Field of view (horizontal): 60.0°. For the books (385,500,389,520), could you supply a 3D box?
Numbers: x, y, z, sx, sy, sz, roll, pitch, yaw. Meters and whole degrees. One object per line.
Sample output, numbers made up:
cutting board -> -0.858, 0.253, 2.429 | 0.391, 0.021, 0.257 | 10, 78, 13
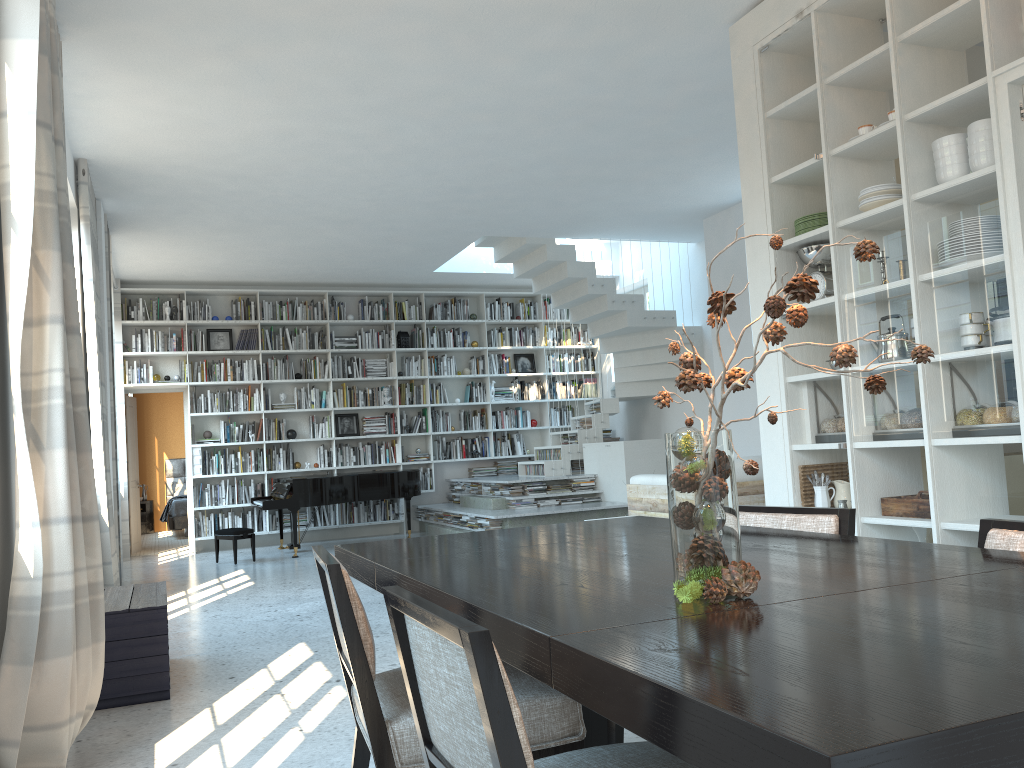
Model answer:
books -> -1.615, 1.619, 11.391 | 0.011, 0.258, 0.171 | -2, -4, -22

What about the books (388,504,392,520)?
books -> -1.576, 1.644, 11.405 | 0.022, 0.205, 0.191 | -2, -4, -22

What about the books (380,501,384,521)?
books -> -1.674, 1.623, 11.354 | 0.044, 0.251, 0.187 | -2, -4, -22

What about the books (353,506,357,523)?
books -> -2.002, 1.657, 11.230 | 0.028, 0.206, 0.175 | -2, -4, -22

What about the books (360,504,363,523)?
books -> -1.932, 1.642, 11.282 | 0.030, 0.234, 0.138 | -2, -4, -22

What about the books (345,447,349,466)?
books -> -2.106, 0.920, 11.260 | 0.027, 0.245, 0.179 | -2, -4, -22

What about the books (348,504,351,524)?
books -> -2.068, 1.640, 11.230 | 0.022, 0.246, 0.144 | -2, -4, -22

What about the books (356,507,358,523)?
books -> -1.986, 1.663, 11.268 | 0.030, 0.196, 0.143 | -2, -4, -22

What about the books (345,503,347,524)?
books -> -2.114, 1.596, 11.203 | 0.012, 0.337, 0.144 | -2, -4, -22

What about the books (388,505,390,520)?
books -> -1.600, 1.653, 11.405 | 0.024, 0.191, 0.155 | -2, -4, -22

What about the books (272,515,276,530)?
books -> -2.927, 1.698, 10.874 | 0.053, 0.184, 0.148 | -2, -4, -22

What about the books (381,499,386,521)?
books -> -1.651, 1.590, 11.370 | 0.013, 0.317, 0.186 | -2, -4, -22

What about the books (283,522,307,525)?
books -> -2.690, 1.724, 10.970 | 0.285, 0.007, 0.159 | -2, -4, -20

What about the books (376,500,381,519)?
books -> -1.704, 1.604, 11.354 | 0.011, 0.292, 0.184 | -2, -4, -22

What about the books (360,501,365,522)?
books -> -1.905, 1.628, 11.293 | 0.028, 0.261, 0.132 | -2, -4, -22

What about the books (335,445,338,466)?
books -> -2.221, 0.909, 11.221 | 0.011, 0.275, 0.146 | -2, -4, -22

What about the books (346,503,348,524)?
books -> -2.092, 1.608, 11.212 | 0.034, 0.311, 0.170 | -2, -4, -22

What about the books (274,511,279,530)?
books -> -2.893, 1.673, 10.887 | 0.023, 0.231, 0.164 | -2, -4, -22

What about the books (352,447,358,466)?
books -> -1.999, 0.920, 11.298 | 0.029, 0.237, 0.166 | -2, -4, -22

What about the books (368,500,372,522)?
books -> -1.826, 1.587, 11.307 | 0.014, 0.335, 0.183 | -2, -4, -22

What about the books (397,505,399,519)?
books -> -1.493, 1.654, 11.447 | 0.023, 0.181, 0.149 | -2, -4, -22

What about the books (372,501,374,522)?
books -> -1.800, 1.624, 11.333 | 0.024, 0.262, 0.131 | -2, -4, -22

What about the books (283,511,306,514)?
books -> -2.696, 1.594, 10.971 | 0.285, 0.005, 0.159 | -2, -4, -17

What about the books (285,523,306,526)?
books -> -2.688, 1.731, 10.966 | 0.254, 0.007, 0.161 | -1, -5, -26

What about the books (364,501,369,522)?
books -> -1.859, 1.613, 11.297 | 0.013, 0.285, 0.185 | -2, -4, -22

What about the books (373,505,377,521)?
books -> -1.772, 1.649, 11.351 | 0.040, 0.212, 0.129 | -2, -4, -22

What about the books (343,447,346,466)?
books -> -2.136, 0.921, 11.267 | 0.024, 0.247, 0.132 | -2, -4, -22

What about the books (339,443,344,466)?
books -> -2.164, 0.901, 11.264 | 0.027, 0.290, 0.141 | -2, -4, -22

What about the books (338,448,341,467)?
books -> -2.198, 0.928, 11.217 | 0.027, 0.234, 0.167 | -2, -4, -22

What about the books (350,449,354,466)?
books -> -2.048, 0.931, 11.275 | 0.023, 0.217, 0.174 | -2, -4, -22

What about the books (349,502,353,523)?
books -> -2.042, 1.625, 11.242 | 0.012, 0.276, 0.154 | -2, -4, -22

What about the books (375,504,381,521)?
books -> -1.720, 1.646, 11.343 | 0.029, 0.210, 0.170 | -2, -4, -22

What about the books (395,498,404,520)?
books -> -1.443, 1.603, 11.397 | 0.038, 0.269, 0.277 | -2, -4, -22

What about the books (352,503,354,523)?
books -> -2.031, 1.635, 11.247 | 0.012, 0.255, 0.150 | -2, -4, -22

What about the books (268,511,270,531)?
books -> -2.986, 1.678, 10.865 | 0.012, 0.230, 0.138 | -2, -4, -22

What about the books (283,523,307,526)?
books -> -2.687, 1.738, 10.963 | 0.285, 0.007, 0.159 | -2, -4, -17

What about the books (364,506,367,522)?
books -> -1.878, 1.656, 11.299 | 0.024, 0.203, 0.144 | -2, -4, -22

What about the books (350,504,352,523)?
books -> -2.051, 1.644, 11.233 | 0.012, 0.238, 0.128 | -2, -4, -22

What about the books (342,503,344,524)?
books -> -2.152, 1.638, 11.206 | 0.010, 0.258, 0.131 | -2, -4, -22

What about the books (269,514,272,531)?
books -> -2.966, 1.693, 10.867 | 0.025, 0.198, 0.160 | -2, -4, -22

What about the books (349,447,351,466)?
books -> -2.078, 0.921, 11.288 | 0.021, 0.244, 0.141 | -2, -4, -22

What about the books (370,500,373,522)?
books -> -1.812, 1.610, 11.312 | 0.014, 0.288, 0.185 | -2, -4, -22

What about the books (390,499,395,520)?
books -> -1.537, 1.618, 11.426 | 0.012, 0.256, 0.176 | -2, -4, -22

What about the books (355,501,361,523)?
books -> -1.959, 1.613, 11.271 | 0.026, 0.294, 0.155 | -2, -4, -22

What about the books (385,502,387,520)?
books -> -1.638, 1.631, 11.397 | 0.028, 0.238, 0.140 | -2, -4, -22

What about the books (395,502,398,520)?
books -> -1.514, 1.636, 11.427 | 0.029, 0.217, 0.191 | -2, -4, -22

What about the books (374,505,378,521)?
books -> -1.736, 1.648, 11.331 | 0.010, 0.205, 0.180 | -2, -4, -22

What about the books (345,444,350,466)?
books -> -2.088, 0.901, 11.266 | 0.013, 0.282, 0.166 | -2, -4, -22

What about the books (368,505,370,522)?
books -> -1.842, 1.649, 11.305 | 0.022, 0.212, 0.167 | -2, -4, -22

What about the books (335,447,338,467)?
books -> -2.242, 0.926, 11.219 | 0.029, 0.243, 0.154 | -2, -4, -22

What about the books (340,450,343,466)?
books -> -2.178, 0.941, 11.237 | 0.024, 0.208, 0.170 | -2, -4, -22

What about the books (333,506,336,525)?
books -> -2.243, 1.651, 11.167 | 0.021, 0.237, 0.115 | -2, -4, -22

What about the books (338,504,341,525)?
books -> -2.183, 1.638, 11.162 | 0.026, 0.256, 0.183 | -2, -4, -22

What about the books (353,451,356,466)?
books -> -2.021, 0.947, 11.279 | 0.029, 0.183, 0.174 | -2, -4, -22

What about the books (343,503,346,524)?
books -> -2.132, 1.634, 11.204 | 0.025, 0.263, 0.145 | -2, -4, -22

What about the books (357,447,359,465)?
books -> -1.983, 0.924, 11.315 | 0.013, 0.230, 0.139 | -2, -4, -22

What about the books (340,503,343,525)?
books -> -2.166, 1.615, 11.171 | 0.014, 0.300, 0.184 | -2, -4, -22

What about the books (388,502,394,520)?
books -> -1.558, 1.633, 11.425 | 0.028, 0.227, 0.162 | -2, -4, -22
